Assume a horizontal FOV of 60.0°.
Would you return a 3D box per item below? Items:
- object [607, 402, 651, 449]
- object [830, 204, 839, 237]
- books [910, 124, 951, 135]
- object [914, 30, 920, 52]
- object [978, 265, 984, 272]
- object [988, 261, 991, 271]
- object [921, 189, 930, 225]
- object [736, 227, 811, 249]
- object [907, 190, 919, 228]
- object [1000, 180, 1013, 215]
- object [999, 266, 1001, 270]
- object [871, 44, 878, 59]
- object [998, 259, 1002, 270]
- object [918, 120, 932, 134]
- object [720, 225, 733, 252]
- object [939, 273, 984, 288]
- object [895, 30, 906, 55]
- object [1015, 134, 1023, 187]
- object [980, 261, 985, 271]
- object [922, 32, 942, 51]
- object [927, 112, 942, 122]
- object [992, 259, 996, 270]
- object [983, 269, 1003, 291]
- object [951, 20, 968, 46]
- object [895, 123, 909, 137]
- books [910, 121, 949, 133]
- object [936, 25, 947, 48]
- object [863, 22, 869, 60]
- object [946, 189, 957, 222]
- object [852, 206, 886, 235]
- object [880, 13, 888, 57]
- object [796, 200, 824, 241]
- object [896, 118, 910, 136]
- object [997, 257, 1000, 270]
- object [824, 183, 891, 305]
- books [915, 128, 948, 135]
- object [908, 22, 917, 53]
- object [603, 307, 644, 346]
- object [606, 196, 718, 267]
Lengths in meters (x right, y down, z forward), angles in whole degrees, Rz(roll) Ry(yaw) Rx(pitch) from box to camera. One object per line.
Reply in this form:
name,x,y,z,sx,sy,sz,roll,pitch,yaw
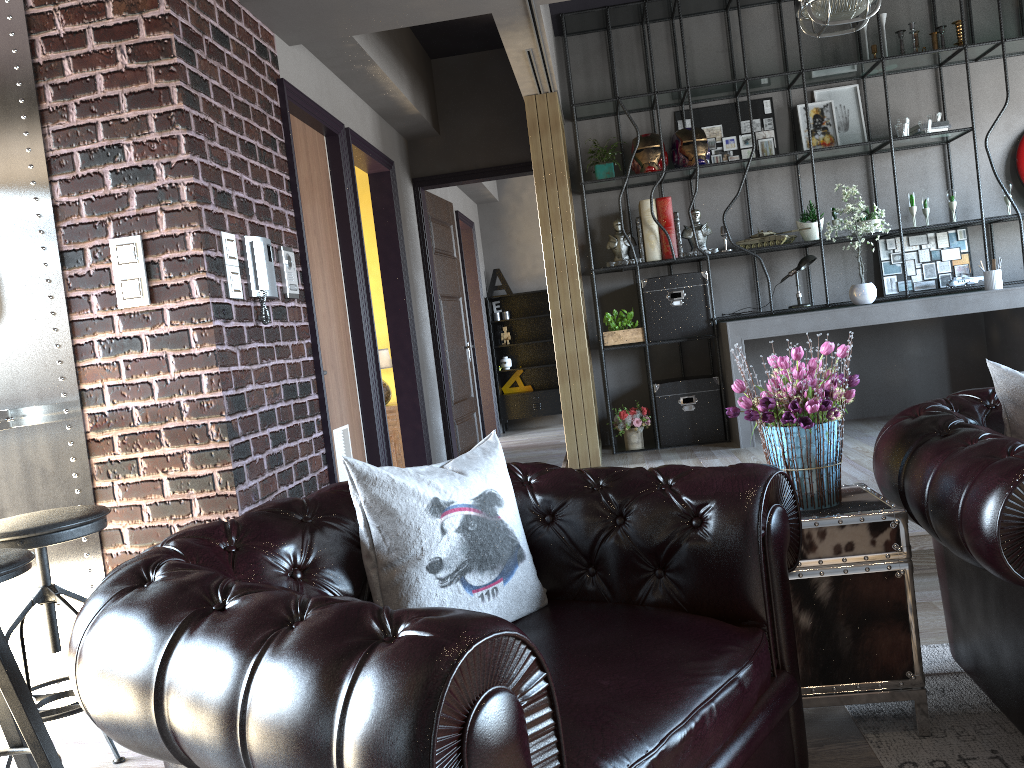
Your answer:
object,0.892,0.308,6.749,0.345,0.362,0.332,-7,3,10
object,2.450,-1.228,6.718,0.113,0.273,0.113,-8,3,-27
books,3.099,-1.880,6.585,0.243,0.024,0.175,-7,3,3
object,2.991,-2.488,6.551,0.080,0.226,0.080,-8,3,-21
object,3.304,-0.751,6.148,0.137,0.190,0.009,-7,2,9
object,3.333,-0.773,6.173,0.009,0.167,0.061,-6,3,19
object,3.121,-1.323,6.690,0.113,0.301,0.113,-6,3,25
object,1.961,-1.111,6.646,0.577,0.170,0.207,-4,4,41
object,2.899,-1.267,6.416,0.113,0.274,0.113,-7,2,10
object,3.633,-1.359,6.499,0.113,0.270,0.113,-7,2,-5
object,3.347,-0.741,6.119,0.068,0.159,0.009,-6,2,20
object,2.627,-2.388,6.422,0.135,0.129,0.135,-8,3,-20
object,3.363,-0.777,6.131,0.062,0.169,0.009,-7,2,6
object,2.963,-1.831,6.349,0.093,0.099,0.092,-9,3,-36
object,1.579,-1.076,6.576,0.093,0.200,0.093,-7,2,1
object,3.339,-0.772,6.536,0.379,0.111,0.352,-4,4,39
object,2.845,-2.470,6.470,0.084,0.233,0.084,-5,3,33
object,4.133,-1.658,6.572,0.751,0.739,0.186,-7,2,7
object,3.291,-0.759,6.164,0.046,0.202,0.023,-5,3,43
object,3.048,-2.449,6.386,0.189,0.152,0.190,-5,3,29
object,3.123,-1.957,6.549,0.103,0.068,0.103,-7,3,-1
object,3.354,-0.767,6.164,0.037,0.204,0.023,-9,3,-44
object,3.327,-0.717,6.134,0.110,0.137,0.110,-6,3,16
object,3.220,-2.510,6.378,0.130,0.232,0.130,-8,3,-16
object,2.802,-1.813,6.368,0.092,0.099,0.093,-4,4,44
books,3.087,-1.905,6.579,0.225,0.029,0.179,-7,3,-1
object,3.150,-2.508,6.485,0.084,0.233,0.084,-8,2,-13
object,2.667,-2.538,6.665,0.128,0.390,0.128,-8,3,-25
object,3.191,-1.289,6.421,0.113,0.246,0.113,-6,3,25
object,2.618,-1.207,6.530,0.235,0.212,0.235,-9,3,-38
object,2.770,-2.546,6.582,0.128,0.390,0.128,-9,3,-34
object,2.210,-1.205,6.555,0.193,0.305,0.137,-5,3,40
object,2.858,-1.853,6.464,0.087,0.155,0.087,-6,3,19
object,3.364,-0.786,6.144,0.052,0.185,0.009,-7,2,8
object,2.396,-0.976,6.102,0.399,0.852,0.420,-9,3,-37
books,3.089,-1.855,6.586,0.166,0.024,0.227,-8,3,-14
object,2.894,-2.477,6.391,0.100,0.243,0.100,-6,2,15
object,0.831,-0.435,6.647,0.304,0.265,0.181,-7,3,6
object,1.108,-1.158,6.732,0.833,0.466,0.290,-7,3,6
